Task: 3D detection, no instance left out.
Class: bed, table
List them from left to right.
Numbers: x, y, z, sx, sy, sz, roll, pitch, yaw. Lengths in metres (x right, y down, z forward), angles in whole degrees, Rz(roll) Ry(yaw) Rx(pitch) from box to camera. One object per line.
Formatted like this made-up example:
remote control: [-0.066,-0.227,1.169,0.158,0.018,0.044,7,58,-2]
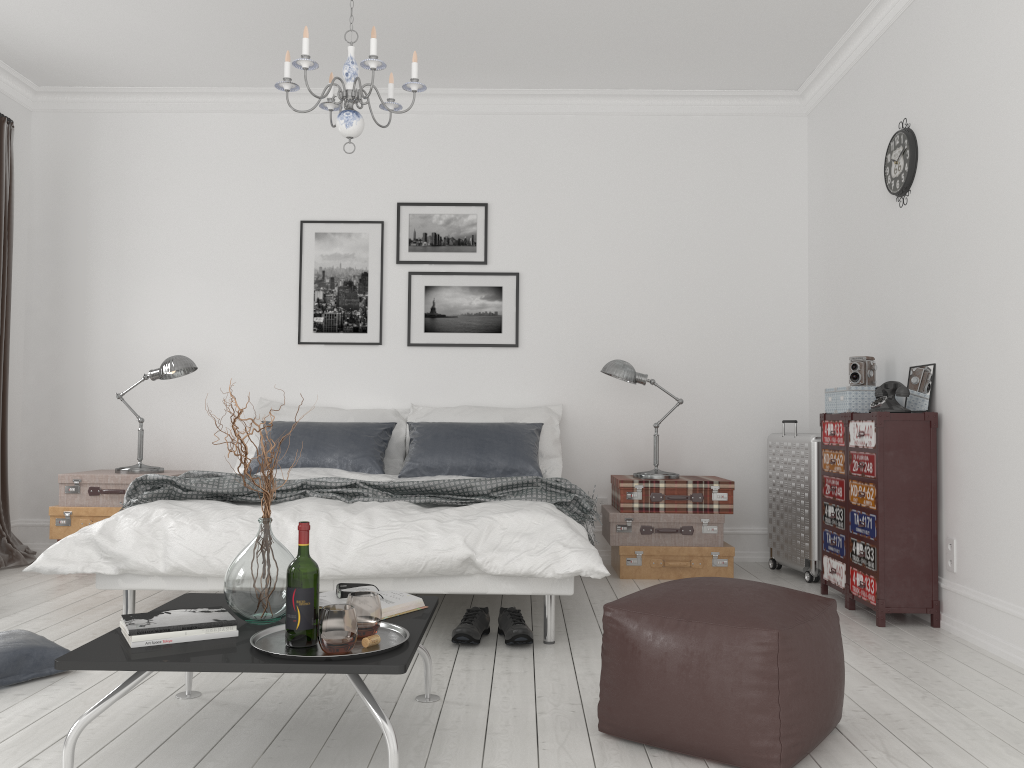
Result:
table: [-0.646,0.813,2.428,0.833,0.313,0.824,1,-2,1]
bed: [-0.694,0.597,4.483,2.217,0.926,2.473,1,-2,1]

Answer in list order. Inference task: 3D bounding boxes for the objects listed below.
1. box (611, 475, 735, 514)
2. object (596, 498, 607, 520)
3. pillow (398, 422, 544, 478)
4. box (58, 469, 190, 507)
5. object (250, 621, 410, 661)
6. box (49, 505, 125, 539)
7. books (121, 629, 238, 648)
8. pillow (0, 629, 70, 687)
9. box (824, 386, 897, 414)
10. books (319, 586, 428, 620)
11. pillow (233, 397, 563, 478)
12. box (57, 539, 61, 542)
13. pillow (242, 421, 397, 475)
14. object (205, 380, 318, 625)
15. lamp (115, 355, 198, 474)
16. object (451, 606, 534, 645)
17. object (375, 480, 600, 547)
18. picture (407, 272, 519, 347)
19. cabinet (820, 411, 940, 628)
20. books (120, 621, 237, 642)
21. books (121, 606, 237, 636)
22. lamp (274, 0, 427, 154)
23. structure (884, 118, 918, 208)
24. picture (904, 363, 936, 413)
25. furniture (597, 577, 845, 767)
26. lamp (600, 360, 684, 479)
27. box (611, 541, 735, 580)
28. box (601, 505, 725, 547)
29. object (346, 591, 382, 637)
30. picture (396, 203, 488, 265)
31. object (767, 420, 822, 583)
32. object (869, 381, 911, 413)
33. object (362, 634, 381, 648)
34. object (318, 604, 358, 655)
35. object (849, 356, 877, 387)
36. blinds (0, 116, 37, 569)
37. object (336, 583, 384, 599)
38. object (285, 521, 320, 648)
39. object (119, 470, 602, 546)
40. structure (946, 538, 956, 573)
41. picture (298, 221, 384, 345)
box: [0.931,0.647,5.230,0.647,0.185,0.537,1,-2,1]
object: [0.576,0.801,5.693,0.070,0.140,0.009,1,-2,1]
pillow: [-0.230,0.392,5.210,0.842,0.339,0.405,1,-2,1]
box: [-2.250,0.618,5.265,0.647,0.185,0.537,1,-2,1]
object: [-0.531,0.671,2.328,0.395,0.063,0.622,3,-3,-40]
box: [-2.299,0.801,5.258,0.647,0.185,0.537,1,-2,1]
books: [-0.863,0.642,2.302,0.259,0.014,0.191,2,-3,-30]
pillow: [-1.727,0.916,2.990,0.381,0.121,0.391,-1,-3,31]
box: [1.743,0.084,4.445,0.242,0.131,0.332,1,-2,1]
books: [-0.456,0.649,2.653,0.342,0.040,0.231,-1,-3,32]
pillow: [-0.660,0.345,5.436,1.965,0.529,0.465,1,-2,0]
box: [-2.250,0.985,5.253,0.647,0.185,0.537,1,-2,1]
pillow: [-1.123,0.385,5.231,0.837,0.329,0.405,1,-2,1]
object: [-0.718,0.323,2.446,0.291,0.666,0.313,2,-3,-37]
lamp: [-2.121,0.177,5.282,0.488,0.699,0.269,1,-2,1]
object: [-0.075,0.960,3.536,0.322,0.127,0.300,1,-2,1]
object: [-0.709,0.700,4.206,2.236,0.500,0.521,0,-2,4]
picture: [-0.316,-0.484,5.759,0.720,0.486,0.015,1,-2,1]
cabinet: [1.729,0.607,4.244,0.281,0.942,0.762,1,-2,1]
books: [-0.867,0.627,2.301,0.254,0.014,0.191,2,-3,-32]
books: [-0.868,0.615,2.309,0.257,0.012,0.207,2,-3,-28]
lamp: [-0.625,-1.453,3.465,0.594,1.123,0.528,1,-2,1]
structure: [1.885,-1.076,4.318,0.043,0.427,0.330,1,-2,1]
picture: [1.873,0.022,4.079,0.037,0.218,0.254,1,-2,1]
furniture: [0.603,0.776,2.544,0.646,0.423,0.646,-1,-3,35]
lamp: [0.767,0.204,5.241,0.488,0.699,0.269,1,-2,1]
box: [0.927,1.015,5.209,0.647,0.185,0.537,1,-2,1]
box: [0.872,0.831,5.218,0.647,0.185,0.537,1,-2,1]
object: [-0.388,0.600,2.311,0.095,0.106,0.095,0,-3,12]
picture: [-0.456,-0.980,5.782,0.592,0.403,0.015,1,-2,1]
object: [1.701,0.663,5.193,0.208,0.902,0.647,1,-3,-9]
object: [1.742,0.064,4.082,0.181,0.155,0.216,-1,-3,30]
object: [-0.349,0.637,2.199,0.024,0.024,0.046,-1,-3,31]
object: [-0.421,0.593,2.142,0.095,0.106,0.095,0,-3,12]
object: [1.748,-0.060,4.434,0.117,0.157,0.121,3,-3,-40]
blinds: [-3.000,-0.279,5.252,0.327,2.680,0.779,1,-2,-4]
object: [-0.458,0.619,2.651,0.135,0.030,0.141,1,-3,-15]
object: [-0.521,0.496,2.212,0.081,0.303,0.081,0,-3,18]
object: [-0.692,0.579,3.839,2.154,0.377,0.536,0,-2,3]
structure: [1.877,0.731,3.793,0.009,0.140,0.070,1,-2,1]
picture: [-1.113,-0.660,5.776,0.545,0.810,0.015,1,-2,1]
